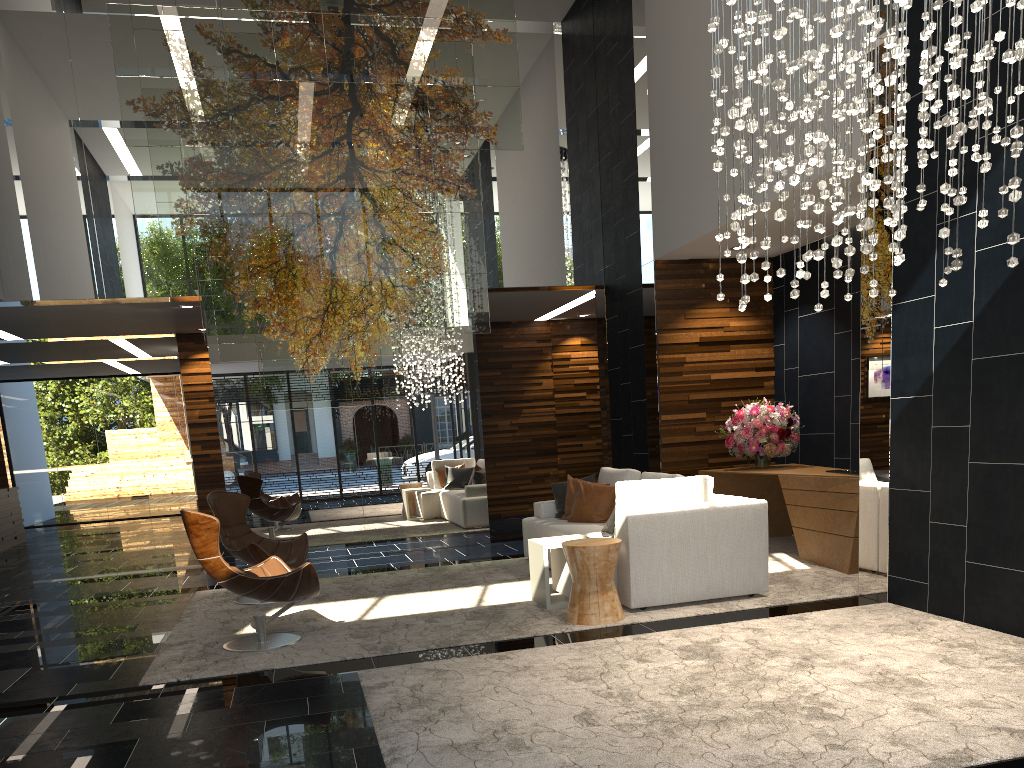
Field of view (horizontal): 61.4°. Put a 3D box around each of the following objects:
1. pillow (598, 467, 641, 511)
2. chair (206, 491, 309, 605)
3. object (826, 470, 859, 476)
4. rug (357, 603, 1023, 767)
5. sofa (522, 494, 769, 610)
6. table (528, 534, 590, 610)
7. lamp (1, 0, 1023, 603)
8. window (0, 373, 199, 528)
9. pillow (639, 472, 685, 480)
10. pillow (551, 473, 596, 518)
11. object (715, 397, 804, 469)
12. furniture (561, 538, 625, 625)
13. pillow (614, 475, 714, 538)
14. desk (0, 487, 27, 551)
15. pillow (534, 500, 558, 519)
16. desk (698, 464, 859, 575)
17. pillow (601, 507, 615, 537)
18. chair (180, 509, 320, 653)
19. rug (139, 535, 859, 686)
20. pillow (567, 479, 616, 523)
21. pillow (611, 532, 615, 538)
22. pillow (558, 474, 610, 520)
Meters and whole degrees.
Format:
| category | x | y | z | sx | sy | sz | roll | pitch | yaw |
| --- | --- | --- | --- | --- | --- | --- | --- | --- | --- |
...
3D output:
| category | x | y | z | sx | sy | sz | roll | pitch | yaw |
| --- | --- | --- | --- | --- | --- | --- | --- | --- | --- |
| pillow | 0.927 | 0.981 | 7.738 | 0.246 | 0.461 | 0.709 | -6 | 1 | -15 |
| chair | -2.118 | 1.335 | 7.114 | 0.790 | 0.955 | 0.656 | -3 | 6 | 13 |
| object | 2.763 | 0.711 | 6.880 | 0.241 | 0.027 | 0.699 | -4 | -3 | -4 |
| rug | 1.078 | 1.436 | 4.093 | 3.400 | 0.006 | 2.306 | -3 | -3 | -14 |
| sofa | 0.809 | 1.260 | 7.147 | 1.284 | 0.696 | 2.814 | -4 | -2 | -15 |
| table | 0.375 | 1.358 | 6.266 | 0.398 | 0.478 | 0.392 | -5 | 5 | -14 |
| lamp | -5.107 | -46.652 | 1.137 | 399.986 | 116.865 | 391.622 | -4 | -2 | 11 |
| window | -7.796 | 1.288 | 17.104 | 3.939 | 2.920 | 0.058 | -4 | 10 | -13 |
| pillow | 1.148 | 0.928 | 6.880 | 0.289 | 0.445 | 0.708 | -5 | 1 | -14 |
| pillow | 0.575 | 1.041 | 7.987 | 0.555 | 0.426 | 0.248 | -3 | 6 | 33 |
| object | 2.372 | 0.465 | 8.177 | 0.685 | 0.694 | 0.651 | -5 | 4 | -23 |
| furniture | 0.533 | 1.289 | 5.648 | 0.393 | 0.535 | 0.381 | -2 | 6 | 21 |
| pillow | 1.065 | 0.886 | 6.058 | 0.709 | 0.472 | 0.212 | -4 | 8 | -12 |
| desk | -7.996 | 2.040 | 12.575 | 0.875 | 0.907 | 2.639 | -5 | -1 | -15 |
| pillow | 0.523 | 1.183 | 8.274 | 0.619 | 0.155 | 0.236 | -3 | 1 | -19 |
| desk | 2.624 | 1.143 | 7.687 | 0.985 | 0.763 | 2.214 | -4 | -1 | -15 |
| pillow | 0.892 | 0.985 | 6.609 | 0.299 | 0.374 | 0.495 | 0 | 4 | 35 |
| chair | -1.623 | 1.218 | 5.516 | 0.672 | 0.954 | 0.772 | 2 | 7 | 43 |
| rug | 0.365 | 1.637 | 7.036 | 5.874 | 0.006 | 3.172 | -3 | -3 | -14 |
| pillow | 0.697 | 1.033 | 7.572 | 0.262 | 0.423 | 0.518 | -10 | 6 | -44 |
| pillow | 0.946 | 0.970 | 6.437 | 0.253 | 0.425 | 0.544 | 3 | 6 | 44 |
| pillow | 0.651 | 1.023 | 7.785 | 0.548 | 0.441 | 0.237 | -2 | 7 | 41 |
